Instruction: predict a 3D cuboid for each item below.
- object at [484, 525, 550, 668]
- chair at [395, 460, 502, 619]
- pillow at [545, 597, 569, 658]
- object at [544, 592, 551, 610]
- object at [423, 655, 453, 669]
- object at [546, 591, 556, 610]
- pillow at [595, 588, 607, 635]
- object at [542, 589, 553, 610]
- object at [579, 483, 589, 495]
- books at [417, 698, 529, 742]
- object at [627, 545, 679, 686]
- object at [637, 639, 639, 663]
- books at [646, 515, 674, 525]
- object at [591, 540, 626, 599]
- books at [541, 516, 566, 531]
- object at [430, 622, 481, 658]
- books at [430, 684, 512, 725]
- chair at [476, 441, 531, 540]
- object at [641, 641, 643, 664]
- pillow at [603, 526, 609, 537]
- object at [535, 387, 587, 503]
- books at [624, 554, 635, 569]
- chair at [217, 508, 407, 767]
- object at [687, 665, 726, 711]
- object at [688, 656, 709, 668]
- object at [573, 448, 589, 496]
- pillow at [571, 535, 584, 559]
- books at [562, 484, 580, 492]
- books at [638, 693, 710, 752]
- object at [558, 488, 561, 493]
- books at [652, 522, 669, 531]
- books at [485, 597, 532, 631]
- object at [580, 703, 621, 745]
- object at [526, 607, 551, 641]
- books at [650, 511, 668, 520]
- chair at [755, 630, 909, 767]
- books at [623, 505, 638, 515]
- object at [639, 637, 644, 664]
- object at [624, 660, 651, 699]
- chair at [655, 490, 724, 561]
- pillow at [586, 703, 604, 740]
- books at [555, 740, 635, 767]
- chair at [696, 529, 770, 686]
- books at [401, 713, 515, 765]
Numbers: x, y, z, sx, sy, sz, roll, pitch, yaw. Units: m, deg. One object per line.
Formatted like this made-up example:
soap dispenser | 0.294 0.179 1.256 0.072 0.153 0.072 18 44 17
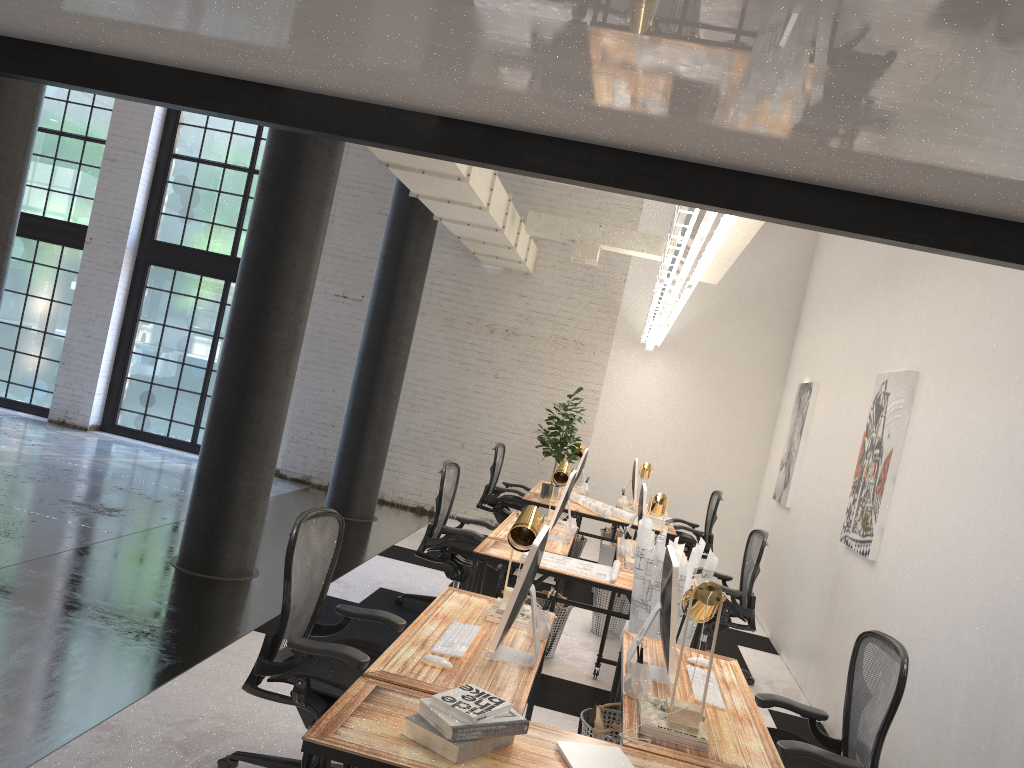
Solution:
object | 0.052 0.796 3.340 0.189 0.485 0.484 13 1 7
chair | -0.338 1.134 6.346 0.793 1.086 0.770 12 1 -9
pillow | 0.282 1.617 5.890 0.119 0.406 0.239 13 1 8
object | 0.129 0.951 3.657 0.008 0.207 0.054 12 1 -10
object | -0.256 0.961 3.073 0.106 0.029 0.059 12 0 8
object | 0.135 0.954 3.680 0.054 0.207 0.008 12 1 -6
pillow | 0.678 1.700 6.774 0.119 0.406 0.239 13 1 8
object | 0.124 0.951 3.685 0.054 0.207 0.008 12 1 -28
object | 0.751 1.085 9.216 0.101 0.127 0.101 12 1 -38
books | -0.110 0.938 2.502 0.258 0.044 0.192 12 0 -35
object | 0.597 0.915 3.535 0.189 0.485 0.484 13 1 7
object | 0.455 1.026 3.201 0.054 0.207 0.008 12 1 -6
books | 1.317 1.206 7.920 0.192 0.044 0.257 13 0 25
object | 1.045 1.732 8.133 0.543 0.455 0.221 12 1 7
books | 0.336 1.070 6.783 0.225 0.038 0.309 12 0 7
object | -0.210 0.976 3.398 0.118 0.018 0.439 12 0 7
books | -0.114 0.905 2.511 0.152 0.030 0.185 13 0 35
chair | -0.022 1.170 9.010 0.793 1.086 0.770 12 1 -9
object | 0.466 1.028 3.195 0.054 0.207 0.008 12 1 -28
pillow | 0.995 1.736 9.438 0.119 0.406 0.239 13 1 8
object | 0.426 0.533 8.047 0.439 1.078 0.513 12 1 -2
books | 0.857 1.189 5.861 0.225 0.038 0.309 12 0 7
chair | -0.658 1.076 3.466 0.793 1.086 0.770 12 1 -9
object | 0.759 1.189 3.486 0.118 0.018 0.439 12 0 7
object | 0.809 1.192 3.811 0.106 0.029 0.059 12 0 8
object | 0.689 0.889 8.884 0.189 0.485 0.484 13 1 7
pillow | 0.599 1.653 8.554 0.119 0.406 0.239 13 1 8
books | 0.652 1.106 9.447 0.225 0.038 0.309 12 0 7
books | 0.538 1.131 2.981 0.225 0.038 0.309 12 0 7
object | 0.426 1.070 8.942 0.118 0.018 0.439 12 0 7
books | 1.283 1.247 7.909 0.200 0.050 0.271 12 0 5
books | 0.016 1.013 3.903 0.225 0.038 0.309 12 0 7
object | 0.438 1.646 3.879 0.353 0.435 0.358 12 1 4
object | 0.115 0.992 3.672 0.101 0.127 0.101 12 1 -38
books | 1.309 1.172 7.922 0.153 0.030 0.185 12 0 5
chair | 1.124 1.468 3.425 0.793 1.086 0.770 12 1 -9
books | 1.174 1.225 8.525 0.225 0.038 0.309 12 0 7
object | 0.462 1.027 3.224 0.008 0.207 0.054 12 1 -10
object | 0.458 1.069 3.210 0.101 0.127 0.101 12 1 -38
chair | 1.760 1.561 8.969 0.793 1.086 0.770 12 1 -9
pillow | 0.359 1.642 3.894 0.119 0.406 0.239 13 1 8
books | 0.254 1.083 2.511 0.205 0.019 0.243 12 0 -15
chair | 1.443 1.526 6.305 0.793 1.086 0.770 12 1 -9
books | -0.147 0.978 2.504 0.200 0.050 0.272 13 0 35
